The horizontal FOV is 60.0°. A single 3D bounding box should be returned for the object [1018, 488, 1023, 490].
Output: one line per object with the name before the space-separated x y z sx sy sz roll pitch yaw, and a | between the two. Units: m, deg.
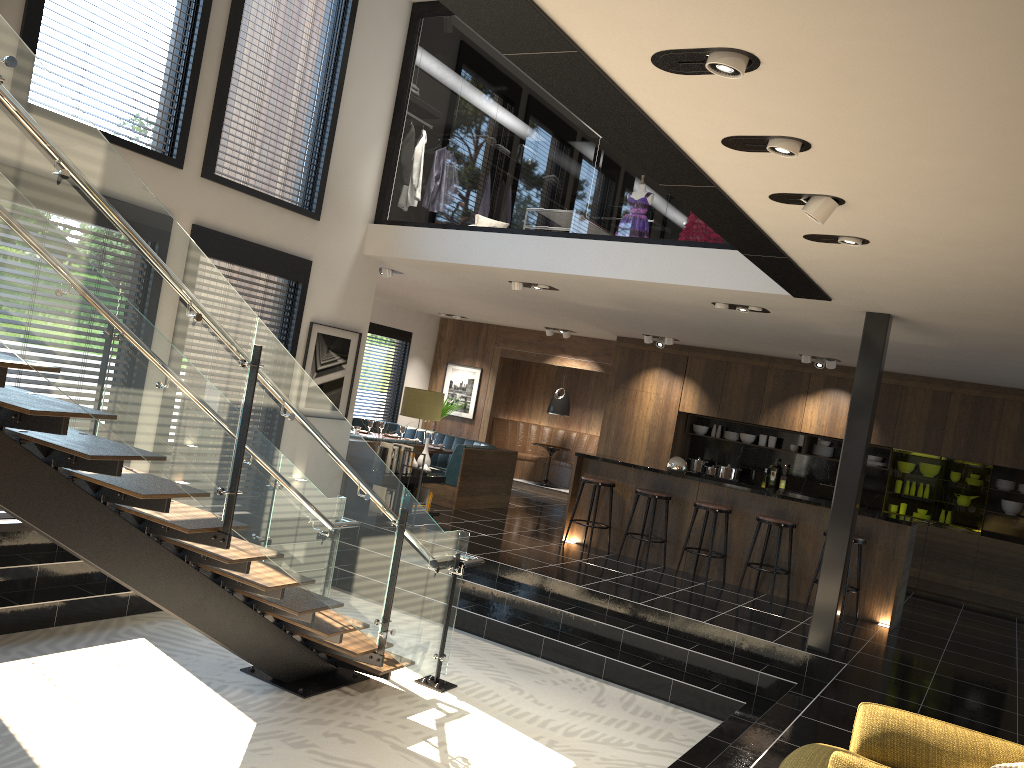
object | 6.426 1.336 11.047 0.220 0.033 0.220 10 -1 13

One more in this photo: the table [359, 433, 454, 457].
table | -1.581 1.104 12.126 1.536 0.661 0.823 10 0 30

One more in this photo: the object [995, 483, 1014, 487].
object | 6.211 1.288 11.174 0.220 0.033 0.220 10 -1 40

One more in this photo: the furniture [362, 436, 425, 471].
furniture | -2.524 0.837 10.501 2.607 0.822 1.366 10 0 30

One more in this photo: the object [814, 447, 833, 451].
object | 4.341 0.915 12.366 0.269 0.024 0.268 10 -1 -22

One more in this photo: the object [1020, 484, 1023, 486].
object | 6.436 1.280 11.047 0.220 0.033 0.220 10 -1 13

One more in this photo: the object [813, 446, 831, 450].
object | 4.342 0.906 12.366 0.269 0.024 0.268 10 -1 -22

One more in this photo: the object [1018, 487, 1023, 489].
object | 6.428 1.325 11.047 0.220 0.033 0.220 10 -1 13

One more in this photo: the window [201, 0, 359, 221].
window | -2.087 -2.845 7.844 0.358 2.475 1.394 10 0 30

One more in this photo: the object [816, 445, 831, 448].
object | 4.347 0.879 12.366 0.269 0.024 0.268 10 -1 -22

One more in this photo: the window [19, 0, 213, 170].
window | -2.867 -2.998 6.471 0.358 2.475 1.394 10 0 30

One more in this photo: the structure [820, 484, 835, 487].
structure | 4.242 1.480 11.940 0.242 0.231 0.174 10 0 30

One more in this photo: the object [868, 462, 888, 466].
object | 4.863 1.077 11.975 0.438 0.039 0.438 10 -1 -24

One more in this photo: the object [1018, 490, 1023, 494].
object | 6.422 1.360 11.047 0.220 0.033 0.220 10 -1 13

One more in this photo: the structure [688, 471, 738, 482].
structure | 2.935 1.350 12.789 0.876 0.046 0.534 10 -1 30

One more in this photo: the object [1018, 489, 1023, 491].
object | 6.424 1.347 11.047 0.220 0.033 0.220 10 -1 13

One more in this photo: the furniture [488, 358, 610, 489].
furniture | 0.989 0.613 15.365 2.636 2.335 1.176 10 0 29

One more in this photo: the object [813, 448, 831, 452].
object | 4.337 0.933 12.366 0.269 0.024 0.268 10 -1 -22

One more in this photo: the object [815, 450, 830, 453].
object | 4.334 0.949 12.366 0.269 0.024 0.268 10 -1 -22

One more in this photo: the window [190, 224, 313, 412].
window | -2.587 -0.034 7.854 0.358 2.475 1.394 10 0 30

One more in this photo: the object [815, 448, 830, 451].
object | 4.339 0.922 12.366 0.269 0.024 0.268 10 -1 -22

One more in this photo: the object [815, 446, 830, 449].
object | 4.344 0.895 12.366 0.269 0.024 0.268 10 -1 -22

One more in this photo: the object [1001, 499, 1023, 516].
object | 6.273 1.558 11.124 0.264 0.170 0.264 10 0 5

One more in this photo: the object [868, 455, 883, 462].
object | 4.873 1.015 11.977 0.254 0.088 0.253 10 -1 -35

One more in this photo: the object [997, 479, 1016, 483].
object | 6.221 1.231 11.174 0.220 0.033 0.220 10 -1 40

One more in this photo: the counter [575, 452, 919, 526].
counter | 2.416 1.094 9.553 3.570 0.041 0.699 10 -1 30

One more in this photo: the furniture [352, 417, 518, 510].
furniture | -1.425 1.052 12.357 2.607 0.822 1.366 10 0 30

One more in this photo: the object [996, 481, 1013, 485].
object | 6.215 1.265 11.174 0.220 0.033 0.220 10 -1 40

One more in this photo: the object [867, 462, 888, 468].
object | 4.861 1.089 11.975 0.438 0.039 0.438 10 -1 -24

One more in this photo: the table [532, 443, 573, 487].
table | 0.621 1.371 14.963 0.702 0.644 0.702 10 0 5

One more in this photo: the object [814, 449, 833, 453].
object | 4.336 0.942 12.366 0.269 0.024 0.268 10 -1 -22

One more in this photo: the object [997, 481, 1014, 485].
object | 6.217 1.255 11.174 0.220 0.033 0.220 10 -1 40

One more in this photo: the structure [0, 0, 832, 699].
structure | -0.821 -0.010 4.250 3.444 4.868 7.287 10 0 29

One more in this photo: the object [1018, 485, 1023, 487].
object | 6.432 1.302 11.047 0.220 0.033 0.220 10 -1 13

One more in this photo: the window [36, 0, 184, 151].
window | -2.924 -3.008 6.513 0.005 2.297 1.222 10 0 30

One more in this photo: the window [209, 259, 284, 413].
window | -2.644 -0.044 7.897 0.005 2.297 1.222 10 0 30

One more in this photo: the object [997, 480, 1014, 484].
object | 6.219 1.243 11.174 0.220 0.033 0.220 10 -1 40

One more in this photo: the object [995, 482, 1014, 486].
object | 6.213 1.276 11.174 0.220 0.033 0.220 10 -1 40

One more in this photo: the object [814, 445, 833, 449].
object | 4.345 0.888 12.366 0.269 0.024 0.268 10 -1 -22

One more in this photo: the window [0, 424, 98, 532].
window | -3.397 -0.193 6.429 0.358 2.475 1.500 10 0 30

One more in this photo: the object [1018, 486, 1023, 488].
object | 6.430 1.313 11.047 0.220 0.033 0.220 10 -1 13

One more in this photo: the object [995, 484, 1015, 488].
object | 6.209 1.298 11.174 0.220 0.033 0.220 10 -1 40

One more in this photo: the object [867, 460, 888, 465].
object | 4.865 1.062 11.975 0.438 0.039 0.438 10 -1 -24

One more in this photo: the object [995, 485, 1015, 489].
object | 6.207 1.310 11.174 0.220 0.033 0.220 10 -1 40

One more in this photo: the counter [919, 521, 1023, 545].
counter | 4.416 1.631 11.988 4.586 0.005 0.863 10 -1 30

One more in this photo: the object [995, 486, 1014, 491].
object | 6.205 1.323 11.174 0.220 0.033 0.220 10 -1 40
